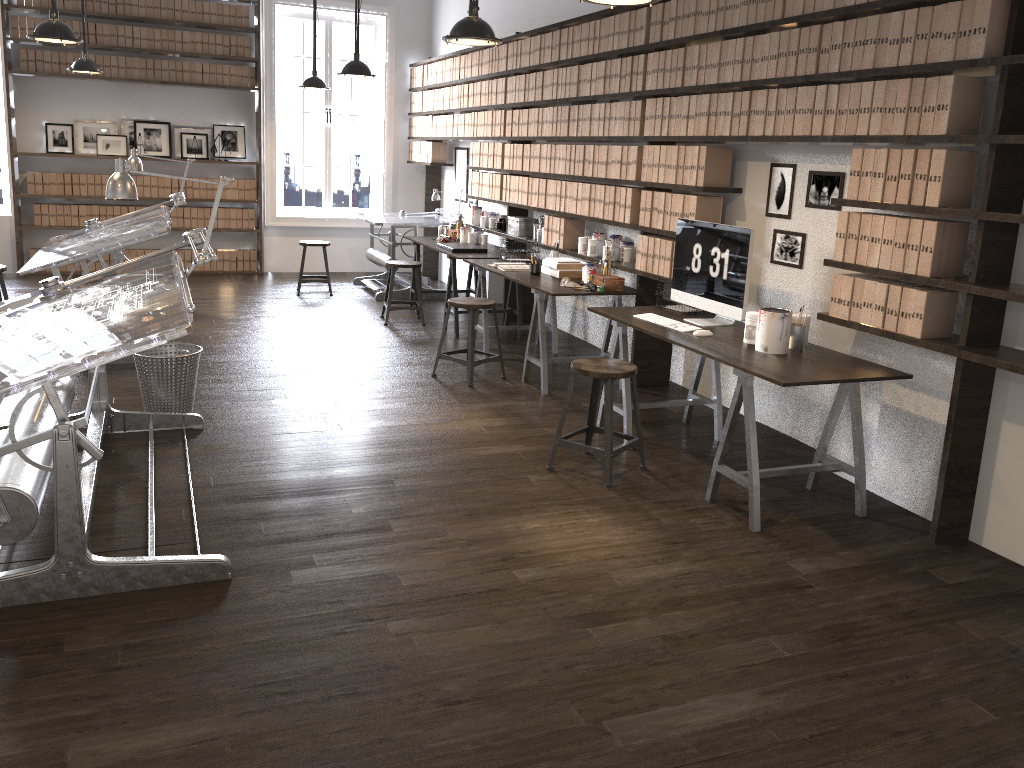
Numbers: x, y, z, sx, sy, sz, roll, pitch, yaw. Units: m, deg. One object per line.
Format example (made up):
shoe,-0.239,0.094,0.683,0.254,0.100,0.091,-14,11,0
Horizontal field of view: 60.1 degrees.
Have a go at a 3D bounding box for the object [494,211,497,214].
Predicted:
object,-0.173,-1.606,8.557,0.070,0.129,0.071,8,14,24

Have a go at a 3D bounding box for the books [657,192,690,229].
books,0.973,-1.042,5.351,0.174,0.223,0.067,-2,13,-22

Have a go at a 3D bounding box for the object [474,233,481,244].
object,-0.309,-1.311,7.995,0.063,0.092,0.064,9,14,26

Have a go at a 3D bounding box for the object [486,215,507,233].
object,-0.123,-1.463,8.097,0.107,0.160,0.237,11,16,32

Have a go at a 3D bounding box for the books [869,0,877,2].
books,1.604,-1.714,3.724,0.174,0.223,0.067,-2,13,-22

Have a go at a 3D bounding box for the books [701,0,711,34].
books,1.136,-2.030,4.863,0.174,0.223,0.067,-2,13,-22

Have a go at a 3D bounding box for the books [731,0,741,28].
books,1.240,-1.959,4.607,0.174,0.223,0.067,-2,13,-22

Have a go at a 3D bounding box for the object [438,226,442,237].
object,-0.674,-1.462,8.494,0.068,0.103,0.069,-1,13,-17

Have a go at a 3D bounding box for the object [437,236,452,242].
object,-0.631,-1.336,8.135,0.132,0.050,0.199,4,14,7

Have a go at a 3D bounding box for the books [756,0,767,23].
books,1.319,-1.907,4.419,0.174,0.223,0.067,-2,13,-22

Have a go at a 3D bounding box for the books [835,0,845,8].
books,1.527,-1.765,3.910,0.174,0.223,0.067,-2,13,-22

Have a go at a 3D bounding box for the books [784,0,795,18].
books,1.400,-1.853,4.225,0.174,0.223,0.067,-2,13,-22

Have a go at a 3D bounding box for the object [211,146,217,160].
object,-3.278,-2.538,9.737,0.066,0.164,0.040,-2,13,-22

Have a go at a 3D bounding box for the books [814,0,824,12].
books,1.479,-1.799,4.032,0.174,0.223,0.067,-2,13,-22

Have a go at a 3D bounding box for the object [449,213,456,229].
object,-0.566,-1.513,8.450,0.068,0.235,0.070,-3,13,-25

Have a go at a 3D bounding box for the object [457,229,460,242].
object,-0.484,-1.369,8.168,0.049,0.110,0.050,-3,14,-25

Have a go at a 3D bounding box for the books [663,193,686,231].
books,1.003,-1.024,5.288,0.174,0.223,0.067,-2,13,-22

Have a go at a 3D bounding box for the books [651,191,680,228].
books,0.950,-1.060,5.417,0.174,0.223,0.067,-2,13,-22

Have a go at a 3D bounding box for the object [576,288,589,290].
object,0.422,-0.598,5.552,0.158,0.005,0.005,12,16,32

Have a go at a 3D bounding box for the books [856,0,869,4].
books,1.574,-1.731,3.786,0.174,0.223,0.067,-2,13,-22

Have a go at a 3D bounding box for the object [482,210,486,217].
object,-0.264,-1.591,8.480,0.051,0.138,0.051,-3,13,-24

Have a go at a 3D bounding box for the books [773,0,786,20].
books,1.367,-1.872,4.291,0.174,0.223,0.067,-2,13,-22

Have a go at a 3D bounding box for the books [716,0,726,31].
books,1.191,-1.994,4.734,0.174,0.223,0.067,-2,13,-22

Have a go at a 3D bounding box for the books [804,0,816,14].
books,1.453,-1.817,4.097,0.174,0.223,0.067,-2,13,-22

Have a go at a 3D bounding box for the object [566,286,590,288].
object,0.414,-0.608,5.560,0.172,0.017,0.011,13,16,35

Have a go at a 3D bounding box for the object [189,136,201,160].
object,-3.464,-2.580,9.680,0.124,0.257,0.040,-2,13,-22

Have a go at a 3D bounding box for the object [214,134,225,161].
object,-3.232,-2.617,9.778,0.118,0.301,0.040,-2,13,-22

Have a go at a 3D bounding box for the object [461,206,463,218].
object,-0.475,-1.546,8.276,0.021,0.226,0.007,1,12,-10

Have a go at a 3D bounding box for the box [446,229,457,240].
box,-0.522,-1.403,8.329,0.137,0.082,0.214,-3,15,-22

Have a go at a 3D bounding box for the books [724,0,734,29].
books,1.218,-1.977,4.672,0.174,0.223,0.067,-2,13,-22

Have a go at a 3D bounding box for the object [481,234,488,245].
object,-0.247,-1.302,7.971,0.062,0.093,0.062,9,14,26

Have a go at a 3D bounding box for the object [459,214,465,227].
object,-0.488,-1.513,8.482,0.068,0.227,0.070,-3,13,-25

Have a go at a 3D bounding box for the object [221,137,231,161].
object,-3.179,-2.607,9.833,0.110,0.259,0.040,-2,13,-22

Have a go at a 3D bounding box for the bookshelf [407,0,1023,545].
bookshelf,0.610,-1.049,6.491,0.374,3.172,9.274,-2,15,-22

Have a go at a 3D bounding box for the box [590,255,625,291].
box,0.603,-0.701,5.575,0.137,0.205,0.214,-2,14,-22

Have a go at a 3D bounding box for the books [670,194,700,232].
books,1.029,-1.006,5.224,0.174,0.223,0.067,-2,13,-22

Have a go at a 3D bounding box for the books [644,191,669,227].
books,0.917,-1.078,5.483,0.174,0.223,0.067,-2,13,-22

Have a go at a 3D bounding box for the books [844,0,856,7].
books,1.549,-1.749,3.853,0.174,0.223,0.067,-2,13,-22

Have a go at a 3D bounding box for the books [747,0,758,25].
books,1.291,-1.922,4.474,0.174,0.223,0.067,-2,13,-22

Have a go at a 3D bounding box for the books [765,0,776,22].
books,1.345,-1.890,4.360,0.174,0.223,0.067,-2,13,-22

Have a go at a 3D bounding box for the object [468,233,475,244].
object,-0.370,-1.323,8.029,0.062,0.093,0.062,7,13,17

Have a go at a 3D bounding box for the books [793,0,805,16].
books,1.422,-1.835,4.159,0.174,0.223,0.067,-2,13,-22

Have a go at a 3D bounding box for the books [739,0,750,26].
books,1.264,-1.941,4.540,0.174,0.223,0.067,-2,13,-22

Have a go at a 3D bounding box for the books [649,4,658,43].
books,0.932,-2.171,5.370,0.174,0.223,0.067,-2,13,-22

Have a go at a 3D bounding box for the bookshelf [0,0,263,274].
bookshelf,-4.029,-2.356,9.655,2.475,3.685,0.416,-2,13,-22

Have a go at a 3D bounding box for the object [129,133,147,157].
object,-3.995,-2.549,9.453,0.174,0.257,0.040,-2,13,-22

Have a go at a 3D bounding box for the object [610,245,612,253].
object,0.617,-0.784,5.605,0.006,0.180,0.053,7,13,20

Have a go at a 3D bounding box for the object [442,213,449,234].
object,-0.633,-1.506,8.424,0.068,0.227,0.070,-3,13,-25

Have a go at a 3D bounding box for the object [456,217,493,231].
object,-0.353,-1.498,8.284,0.345,0.144,0.078,3,12,0

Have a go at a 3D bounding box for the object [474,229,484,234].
object,-0.306,-1.355,8.117,0.094,0.127,0.096,-1,13,-18

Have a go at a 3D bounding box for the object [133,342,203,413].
object,-1.826,0.000,4.706,0.353,0.374,0.357,3,13,-1

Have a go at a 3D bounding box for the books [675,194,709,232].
books,1.048,-0.989,5.161,0.174,0.223,0.067,-2,13,-22

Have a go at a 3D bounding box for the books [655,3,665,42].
books,0.954,-2.152,5.301,0.174,0.223,0.067,-2,13,-22

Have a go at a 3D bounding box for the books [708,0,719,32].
books,1.161,-2.012,4.796,0.174,0.223,0.067,-2,13,-22

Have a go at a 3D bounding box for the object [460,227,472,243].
object,-0.423,-1.368,8.120,0.104,0.140,0.106,-4,15,-29

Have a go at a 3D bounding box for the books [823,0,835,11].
books,1.498,-1.782,3.969,0.174,0.223,0.067,-2,13,-22
